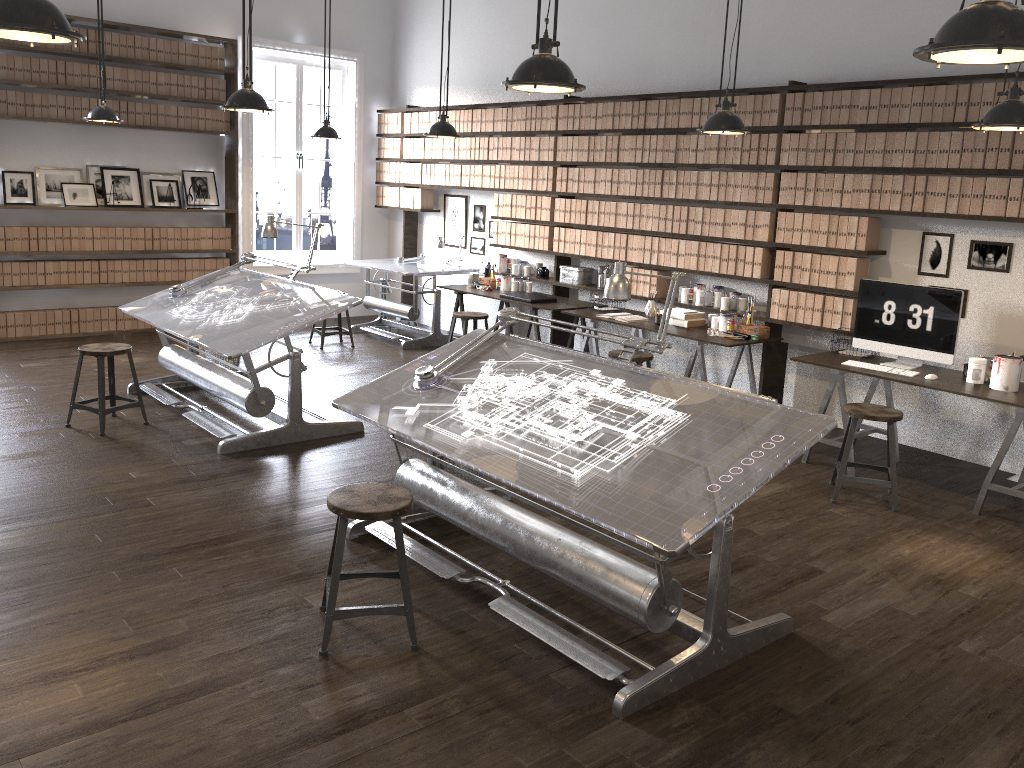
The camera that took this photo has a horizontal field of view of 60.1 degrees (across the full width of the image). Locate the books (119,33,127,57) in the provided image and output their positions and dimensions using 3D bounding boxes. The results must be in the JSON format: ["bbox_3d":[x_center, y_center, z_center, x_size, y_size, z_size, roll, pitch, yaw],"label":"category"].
[{"bbox_3d":[-3.806,-3.279,8.605,0.067,0.223,0.175,-6,14,-40],"label":"books"}]

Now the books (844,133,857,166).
[{"bbox_3d":[2.315,-1.567,5.952,0.175,0.223,0.067,-7,14,-40],"label":"books"}]

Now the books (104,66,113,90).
[{"bbox_3d":[-3.921,-2.952,8.569,0.067,0.224,0.176,-6,14,-40],"label":"books"}]

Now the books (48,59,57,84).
[{"bbox_3d":[-4.305,-2.900,8.255,0.067,0.223,0.176,-6,14,-40],"label":"books"}]

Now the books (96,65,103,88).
[{"bbox_3d":[-3.979,-2.945,8.523,0.067,0.223,0.175,-6,14,-40],"label":"books"}]

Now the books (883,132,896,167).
[{"bbox_3d":[2.494,-1.512,5.747,0.175,0.223,0.067,-6,14,-40],"label":"books"}]

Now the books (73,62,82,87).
[{"bbox_3d":[-4.139,-2.923,8.391,0.067,0.223,0.176,-6,14,-40],"label":"books"}]

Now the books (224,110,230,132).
[{"bbox_3d":[-3.047,-2.774,9.368,0.067,0.223,0.176,-6,14,-40],"label":"books"}]

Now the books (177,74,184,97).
[{"bbox_3d":[-3.402,-3.026,9.008,0.067,0.223,0.176,-6,14,-40],"label":"books"}]

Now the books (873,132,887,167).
[{"bbox_3d":[2.448,-1.525,5.794,0.175,0.224,0.067,-7,14,-40],"label":"books"}]

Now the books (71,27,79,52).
[{"bbox_3d":[-4.130,-3.232,8.327,0.067,0.223,0.175,-6,14,-40],"label":"books"}]

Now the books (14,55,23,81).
[{"bbox_3d":[-4.515,-2.869,8.071,0.067,0.224,0.176,-6,14,-40],"label":"books"}]

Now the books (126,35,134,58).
[{"bbox_3d":[-3.751,-3.286,8.648,0.067,0.223,0.176,-6,14,-40],"label":"books"}]

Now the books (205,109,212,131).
[{"bbox_3d":[-3.197,-2.751,9.237,0.067,0.223,0.176,-6,14,-40],"label":"books"}]

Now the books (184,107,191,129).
[{"bbox_3d":[-3.363,-2.730,9.105,0.067,0.223,0.176,-6,14,-40],"label":"books"}]

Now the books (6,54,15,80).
[{"bbox_3d":[-4.569,-2.863,8.032,0.067,0.223,0.176,-6,14,-40],"label":"books"}]

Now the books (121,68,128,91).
[{"bbox_3d":[-3.819,-2.968,8.658,0.067,0.223,0.176,-6,14,-40],"label":"books"}]

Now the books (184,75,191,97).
[{"bbox_3d":[-3.347,-3.034,9.053,0.067,0.223,0.175,-6,14,-40],"label":"books"}]

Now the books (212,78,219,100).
[{"bbox_3d":[-3.125,-3.065,9.240,0.067,0.223,0.176,-6,14,-40],"label":"books"}]

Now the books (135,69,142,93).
[{"bbox_3d":[-3.716,-2.983,8.747,0.067,0.223,0.175,-6,14,-40],"label":"books"}]

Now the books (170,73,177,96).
[{"bbox_3d":[-3.450,-3.018,8.960,0.067,0.224,0.176,-6,14,-40],"label":"books"}]

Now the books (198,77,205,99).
[{"bbox_3d":[-3.239,-3.049,9.144,0.067,0.223,0.176,-6,14,-40],"label":"books"}]

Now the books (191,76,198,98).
[{"bbox_3d":[-3.291,-3.041,9.095,0.067,0.223,0.175,-6,14,-40],"label":"books"}]

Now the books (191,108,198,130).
[{"bbox_3d":[-3.310,-2.738,9.151,0.067,0.223,0.175,-6,14,-40],"label":"books"}]

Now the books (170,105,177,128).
[{"bbox_3d":[-3.471,-2.714,9.013,0.067,0.223,0.176,-6,14,-40],"label":"books"}]

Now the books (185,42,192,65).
[{"bbox_3d":[-3.317,-3.346,9.008,0.067,0.223,0.176,-6,14,-40],"label":"books"}]

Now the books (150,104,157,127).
[{"bbox_3d":[-3.623,-2.693,8.889,0.067,0.223,0.176,-6,14,-40],"label":"books"}]

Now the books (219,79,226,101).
[{"bbox_3d":[-3.065,-3.073,9.286,0.067,0.223,0.176,-6,14,-40],"label":"books"}]

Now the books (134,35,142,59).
[{"bbox_3d":[-3.693,-3.294,8.695,0.067,0.223,0.176,-6,14,-40],"label":"books"}]

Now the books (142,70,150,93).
[{"bbox_3d":[-3.662,-2.990,8.790,0.067,0.223,0.176,-6,14,-40],"label":"books"}]

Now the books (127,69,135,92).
[{"bbox_3d":[-3.765,-2.974,8.697,0.067,0.224,0.176,-6,14,-40],"label":"books"}]

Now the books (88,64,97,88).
[{"bbox_3d":[-4.032,-2.936,8.474,0.067,0.223,0.176,-6,14,-40],"label":"books"}]

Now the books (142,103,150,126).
[{"bbox_3d":[-3.678,-2.686,8.844,0.067,0.223,0.175,-6,14,-40],"label":"books"}]

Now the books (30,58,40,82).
[{"bbox_3d":[-4.413,-2.885,8.164,0.067,0.223,0.175,-6,14,-40],"label":"books"}]

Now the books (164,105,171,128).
[{"bbox_3d":[-3.520,-2.708,8.974,0.067,0.223,0.176,-6,14,-40],"label":"books"}]

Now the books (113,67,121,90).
[{"bbox_3d":[-3.866,-2.960,8.617,0.067,0.223,0.176,-6,14,-40],"label":"books"}]

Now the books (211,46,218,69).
[{"bbox_3d":[-3.114,-3.375,9.181,0.067,0.223,0.175,-6,14,-40],"label":"books"}]

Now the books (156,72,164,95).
[{"bbox_3d":[-3.551,-3.005,8.880,0.067,0.223,0.176,-6,14,-40],"label":"books"}]

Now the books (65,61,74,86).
[{"bbox_3d":[-4.191,-2.916,8.351,0.067,0.223,0.176,-6,14,-40],"label":"books"}]

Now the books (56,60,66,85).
[{"bbox_3d":[-4.244,-2.907,8.299,0.067,0.224,0.176,-6,14,-40],"label":"books"}]

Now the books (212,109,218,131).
[{"bbox_3d":[-3.146,-2.758,9.279,0.067,0.224,0.176,-6,14,-40],"label":"books"}]

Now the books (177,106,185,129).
[{"bbox_3d":[-3.414,-2.721,9.058,0.067,0.224,0.176,-6,14,-40],"label":"books"}]

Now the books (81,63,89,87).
[{"bbox_3d":[-4.088,-2.929,8.428,0.067,0.224,0.176,-6,14,-40],"label":"books"}]

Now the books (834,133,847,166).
[{"bbox_3d":[2.273,-1.582,6.009,0.175,0.223,0.067,-7,14,-40],"label":"books"}]

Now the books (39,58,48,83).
[{"bbox_3d":[-4.356,-2.892,8.206,0.067,0.223,0.175,-6,14,-40],"label":"books"}]

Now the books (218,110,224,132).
[{"bbox_3d":[-3.100,-2.766,9.323,0.067,0.223,0.176,-6,14,-40],"label":"books"}]

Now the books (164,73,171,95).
[{"bbox_3d":[-3.504,-3.012,8.921,0.067,0.223,0.176,-6,14,-40],"label":"books"}]

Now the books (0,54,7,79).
[{"bbox_3d":[-4.616,-2.856,7.991,0.067,0.223,0.176,-6,14,-40],"label":"books"}]

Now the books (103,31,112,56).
[{"bbox_3d":[-3.910,-3.262,8.509,0.067,0.223,0.176,-6,14,-40],"label":"books"}]

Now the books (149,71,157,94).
[{"bbox_3d":[-3.605,-2.997,8.832,0.067,0.224,0.176,-6,14,-40],"label":"books"}]

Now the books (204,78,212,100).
[{"bbox_3d":[-3.178,-3.056,9.188,0.067,0.224,0.176,-6,14,-40],"label":"books"}]

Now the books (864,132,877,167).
[{"bbox_3d":[2.409,-1.539,5.849,0.175,0.223,0.067,-6,14,-40],"label":"books"}]

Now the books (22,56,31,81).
[{"bbox_3d":[-4.467,-2.877,8.119,0.067,0.223,0.176,-6,14,-40],"label":"books"}]

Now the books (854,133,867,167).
[{"bbox_3d":[2.363,-1.553,5.902,0.175,0.223,0.067,-6,14,-40],"label":"books"}]

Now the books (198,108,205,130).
[{"bbox_3d":[-3.254,-2.744,9.193,0.067,0.223,0.175,-6,14,-40],"label":"books"}]

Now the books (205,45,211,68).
[{"bbox_3d":[-3.168,-3.368,9.136,0.067,0.223,0.176,-6,14,-40],"label":"books"}]
